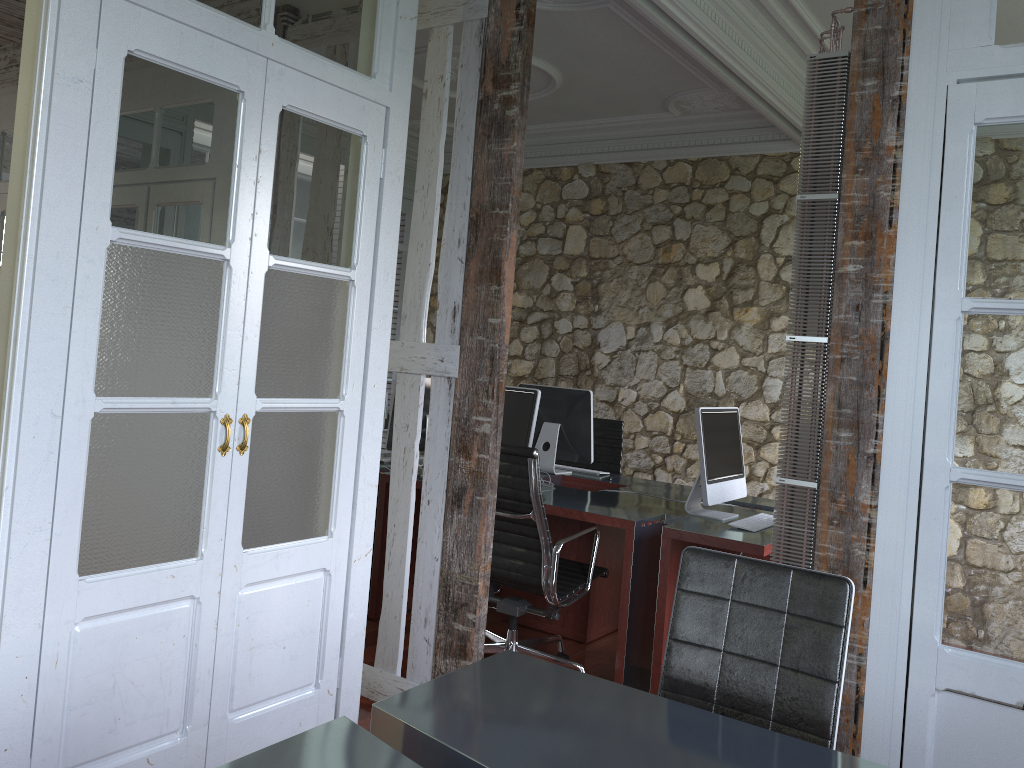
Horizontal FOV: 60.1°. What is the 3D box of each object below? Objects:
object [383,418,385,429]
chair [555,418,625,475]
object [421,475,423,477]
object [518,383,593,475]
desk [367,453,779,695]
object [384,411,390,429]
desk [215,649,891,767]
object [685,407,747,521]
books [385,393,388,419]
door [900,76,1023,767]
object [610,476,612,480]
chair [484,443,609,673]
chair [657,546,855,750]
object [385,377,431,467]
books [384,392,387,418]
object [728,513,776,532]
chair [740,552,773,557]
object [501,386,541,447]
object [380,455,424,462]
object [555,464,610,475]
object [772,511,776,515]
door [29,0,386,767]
[{"bbox_3d":[-1.109,0.208,7.003,0.239,0.278,0.078,5,-1,40],"label":"object"},{"bbox_3d":[0.376,0.724,5.365,0.666,1.024,0.697,4,0,30],"label":"chair"},{"bbox_3d":[-0.247,0.475,4.363,0.440,0.017,0.118,6,2,34],"label":"object"},{"bbox_3d":[0.229,0.257,5.043,0.484,0.486,0.189,5,-1,34],"label":"object"},{"bbox_3d":[0.258,0.882,4.586,2.512,0.728,1.297,6,1,34],"label":"desk"},{"bbox_3d":[-1.071,0.208,7.085,0.239,0.278,0.078,5,-1,38],"label":"object"},{"bbox_3d":[0.079,1.017,1.036,1.448,0.654,1.709,5,2,34],"label":"desk"},{"bbox_3d":[0.917,0.347,3.985,0.190,0.485,0.482,4,0,34],"label":"object"},{"bbox_3d":[-1.070,0.202,7.115,0.194,0.283,0.023,4,-1,38],"label":"books"},{"bbox_3d":[1.507,0.340,1.990,1.162,2.184,0.040,4,-1,34],"label":"door"},{"bbox_3d":[0.554,0.524,4.939,0.011,0.011,0.149,5,2,10],"label":"object"},{"bbox_3d":[0.057,0.749,3.756,0.666,1.024,0.697,4,0,29],"label":"chair"},{"bbox_3d":[0.433,0.889,1.949,0.476,0.920,0.600,4,-1,34],"label":"chair"},{"bbox_3d":[-0.439,0.207,4.905,0.482,0.486,0.190,5,-1,-31],"label":"object"},{"bbox_3d":[-1.079,0.197,7.105,0.194,0.289,0.013,4,-1,38],"label":"books"},{"bbox_3d":[1.067,0.597,3.833,0.119,0.017,0.438,6,2,34],"label":"object"},{"bbox_3d":[1.164,0.841,3.683,0.700,1.024,0.663,4,-1,38],"label":"chair"},{"bbox_3d":[-0.082,0.247,4.538,0.484,0.486,0.189,5,-1,34],"label":"object"},{"bbox_3d":[-0.629,0.421,5.039,0.119,0.017,0.438,6,2,34],"label":"object"},{"bbox_3d":[0.356,0.496,5.207,0.440,0.017,0.118,6,2,34],"label":"object"},{"bbox_3d":[1.257,0.598,4.100,0.106,0.028,0.059,5,1,3],"label":"object"},{"bbox_3d":[-0.816,0.132,2.571,0.041,2.182,1.055,4,-1,34],"label":"door"}]
